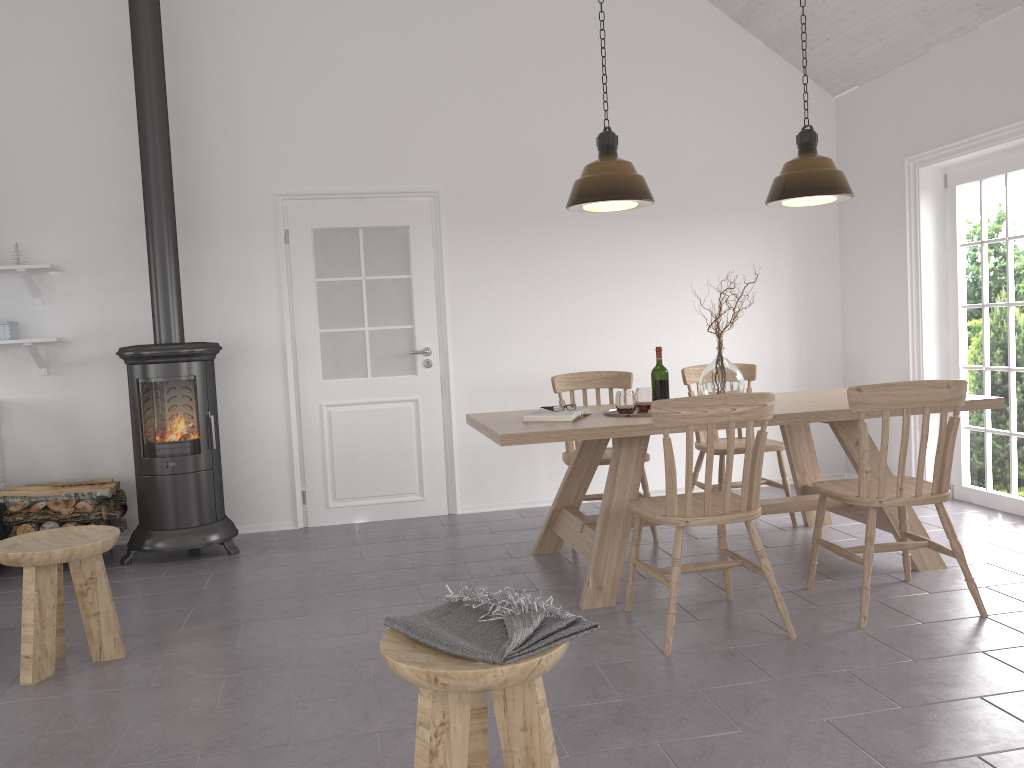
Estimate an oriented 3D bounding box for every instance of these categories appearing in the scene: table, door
[{"bbox_3d":[1.006,0.480,4.277,2.300,0.749,1.001,-4,3,-11],"label":"table"},{"bbox_3d":[-0.906,-0.125,5.564,0.902,2.013,0.101,-4,3,-11],"label":"door"},{"bbox_3d":[2.785,-0.248,4.621,0.115,2.024,1.571,-4,3,-11],"label":"door"}]

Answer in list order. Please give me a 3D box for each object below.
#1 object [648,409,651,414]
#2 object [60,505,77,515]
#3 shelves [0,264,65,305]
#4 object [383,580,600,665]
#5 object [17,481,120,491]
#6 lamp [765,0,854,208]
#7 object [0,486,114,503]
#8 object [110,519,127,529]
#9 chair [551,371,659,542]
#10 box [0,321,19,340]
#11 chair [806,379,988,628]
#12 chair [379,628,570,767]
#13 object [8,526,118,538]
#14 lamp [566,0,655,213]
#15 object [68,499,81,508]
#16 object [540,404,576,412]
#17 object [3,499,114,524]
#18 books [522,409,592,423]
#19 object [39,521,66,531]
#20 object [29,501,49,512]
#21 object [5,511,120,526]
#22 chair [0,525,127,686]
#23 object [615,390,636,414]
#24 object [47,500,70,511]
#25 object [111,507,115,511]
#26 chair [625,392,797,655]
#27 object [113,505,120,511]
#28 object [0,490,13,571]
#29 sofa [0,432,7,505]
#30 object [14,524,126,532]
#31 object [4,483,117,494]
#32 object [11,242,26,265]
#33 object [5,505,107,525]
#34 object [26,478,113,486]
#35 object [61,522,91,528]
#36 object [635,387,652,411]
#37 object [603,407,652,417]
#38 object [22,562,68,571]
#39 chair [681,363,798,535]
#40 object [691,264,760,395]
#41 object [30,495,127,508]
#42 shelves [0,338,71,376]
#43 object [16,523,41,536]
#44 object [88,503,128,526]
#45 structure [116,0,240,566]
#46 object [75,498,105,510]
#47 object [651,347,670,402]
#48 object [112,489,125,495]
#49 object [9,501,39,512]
[{"bbox_3d":[0.643,0.126,4.038,0.046,0.024,0.024,-5,4,-31],"label":"object"},{"bbox_3d":[-2.396,0.650,4.898,0.059,0.048,0.529,-4,3,-11],"label":"object"},{"bbox_3d":[-3.484,-0.512,4.906,1.820,0.212,0.269,-4,3,-11],"label":"shelves"},{"bbox_3d":[-0.057,0.551,2.071,0.348,0.120,0.462,-6,5,-40],"label":"object"},{"bbox_3d":[-2.490,0.586,4.972,0.541,0.070,0.101,-4,3,-10],"label":"object"},{"bbox_3d":[1.391,-1.766,4.237,0.410,1.796,0.410,-1,4,24],"label":"lamp"},{"bbox_3d":[-2.453,0.593,4.764,0.571,0.079,0.115,-4,3,-10],"label":"object"},{"bbox_3d":[-2.506,0.823,5.092,0.569,0.078,0.115,-4,3,-10],"label":"object"},{"bbox_3d":[0.499,0.390,4.923,0.506,0.902,0.519,-3,3,-6],"label":"chair"},{"bbox_3d":[-2.934,-0.297,5.034,0.202,0.110,0.137,-4,3,-11],"label":"box"},{"bbox_3d":[1.489,0.423,3.528,0.506,0.902,0.519,-3,3,-6],"label":"chair"},{"bbox_3d":[-0.071,0.806,2.025,0.431,0.479,0.431,-3,3,6],"label":"chair"},{"bbox_3d":[-2.469,0.834,4.885,0.539,0.070,0.101,-4,3,-10],"label":"object"},{"bbox_3d":[0.391,-2.056,4.029,0.410,2.502,0.410,-3,3,-6],"label":"lamp"},{"bbox_3d":[-2.384,0.628,4.920,0.044,0.034,0.425,-4,4,-11],"label":"object"},{"bbox_3d":[0.214,0.109,4.078,0.141,0.030,0.135,-5,4,-26],"label":"object"},{"bbox_3d":[-2.480,0.695,4.864,0.538,0.082,0.099,-4,3,-11],"label":"object"},{"bbox_3d":[0.211,0.139,4.082,0.231,0.040,0.342,-2,4,21],"label":"books"},{"bbox_3d":[-2.502,0.769,4.928,0.110,0.109,0.463,-4,4,-13],"label":"object"},{"bbox_3d":[-2.546,0.637,4.902,0.098,0.060,0.467,-3,3,-8],"label":"object"},{"bbox_3d":[-2.447,0.731,4.842,0.562,0.063,0.095,-4,3,-10],"label":"object"},{"bbox_3d":[-1.680,0.812,3.313,0.431,0.479,0.431,-4,4,-14],"label":"chair"},{"bbox_3d":[0.528,0.086,4.114,0.095,0.106,0.095,-2,4,18],"label":"object"},{"bbox_3d":[-2.458,0.631,4.918,0.096,0.068,0.467,-4,3,-11],"label":"object"},{"bbox_3d":[-2.465,0.718,4.926,0.467,0.067,0.098,-4,3,-10],"label":"object"},{"bbox_3d":[0.713,0.472,3.381,0.506,0.902,0.519,-4,3,-11],"label":"chair"},{"bbox_3d":[-2.504,0.705,4.991,0.539,0.070,0.101,-4,3,-10],"label":"object"},{"bbox_3d":[-3.428,0.806,4.597,1.449,0.508,0.716,-4,4,-21],"label":"object"},{"bbox_3d":[-3.683,0.678,3.616,2.017,0.932,2.855,-4,3,-11],"label":"sofa"},{"bbox_3d":[-2.480,0.825,4.988,0.562,0.063,0.095,-4,3,-10],"label":"object"},{"bbox_3d":[-2.480,0.588,4.868,0.562,0.074,0.095,-4,3,-10],"label":"object"},{"bbox_3d":[-2.806,-0.732,5.032,0.073,0.142,0.072,-2,4,22],"label":"object"},{"bbox_3d":[-2.432,0.702,4.745,0.480,0.104,0.126,-3,3,-9],"label":"object"},{"bbox_3d":[-2.515,0.584,5.053,0.467,0.063,0.095,-4,3,-11],"label":"object"},{"bbox_3d":[-2.401,0.773,4.948,0.102,0.102,0.561,-4,4,-12],"label":"object"},{"bbox_3d":[0.637,0.072,4.247,0.095,0.106,0.095,-2,4,18],"label":"object"},{"bbox_3d":[0.623,0.127,4.142,0.394,0.014,0.394,-1,4,33],"label":"object"},{"bbox_3d":[-2.478,0.934,4.963,0.456,0.118,0.478,-4,3,-11],"label":"object"},{"bbox_3d":[1.276,0.341,5.070,0.506,0.902,0.519,-4,3,-11],"label":"chair"},{"bbox_3d":[1.015,-0.224,4.186,0.291,0.666,0.313,0,5,42],"label":"object"},{"bbox_3d":[-2.469,0.664,4.976,0.562,0.057,0.097,-4,3,-11],"label":"object"},{"bbox_3d":[-3.463,-0.103,4.931,1.820,0.212,0.269,-4,3,-11],"label":"shelves"},{"bbox_3d":[-2.619,0.776,4.931,0.103,0.107,0.516,-4,4,-12],"label":"object"},{"bbox_3d":[-2.290,0.757,4.974,0.118,0.142,0.520,-3,3,-7],"label":"object"},{"bbox_3d":[-2.017,-1.477,4.905,0.643,4.887,0.626,-5,4,-35],"label":"structure"},{"bbox_3d":[-2.317,0.624,4.942,0.098,0.088,0.466,-4,3,-10],"label":"object"},{"bbox_3d":[0.690,-0.023,4.134,0.081,0.303,0.081,-6,5,-44],"label":"object"},{"bbox_3d":[-2.487,0.671,5.093,0.483,0.097,0.123,-3,3,-9],"label":"object"},{"bbox_3d":[-2.627,0.641,4.880,0.098,0.061,0.467,-4,3,-10],"label":"object"}]
